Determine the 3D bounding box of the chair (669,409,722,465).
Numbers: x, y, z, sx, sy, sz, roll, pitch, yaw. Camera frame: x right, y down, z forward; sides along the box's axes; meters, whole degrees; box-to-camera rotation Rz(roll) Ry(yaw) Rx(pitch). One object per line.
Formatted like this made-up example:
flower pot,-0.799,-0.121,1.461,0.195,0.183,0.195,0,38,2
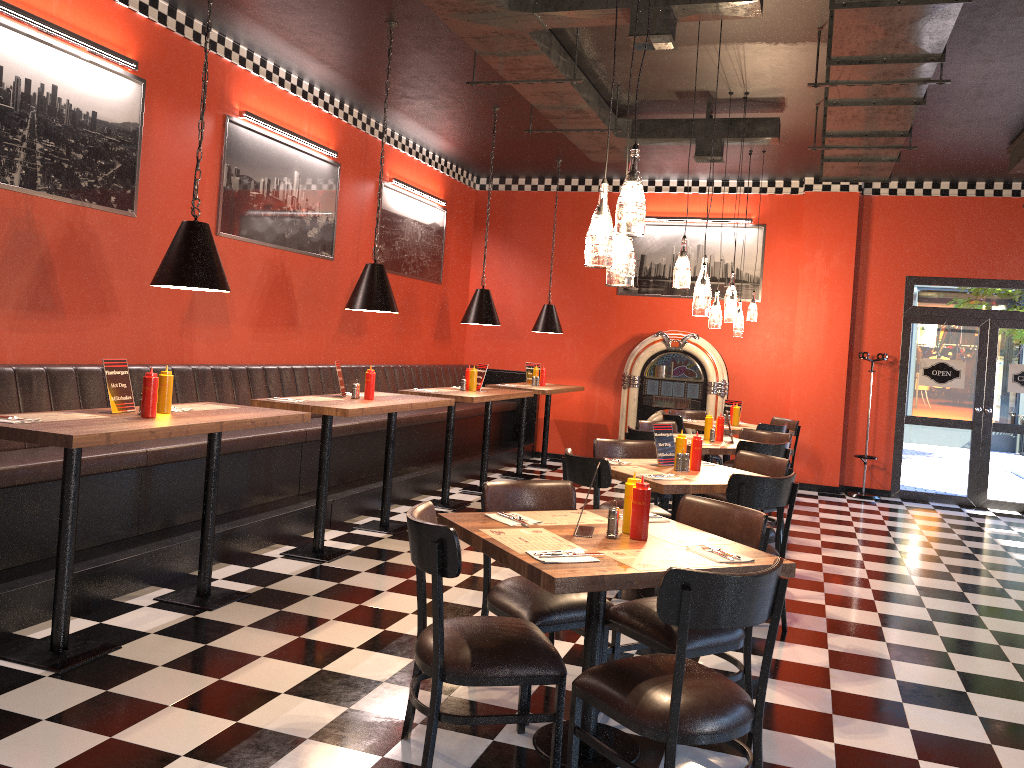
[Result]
chair,1.973,0.733,9.708,0.486,0.867,0.545,4,1,-17

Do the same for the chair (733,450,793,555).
chair,1.441,0.880,5.614,0.544,0.867,0.487,4,1,-26

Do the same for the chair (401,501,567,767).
chair,-0.124,0.883,3.083,0.544,0.867,0.487,4,1,-15

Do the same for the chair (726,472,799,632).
chair,1.257,0.898,4.923,0.486,0.867,0.545,4,1,-29

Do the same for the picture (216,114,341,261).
picture,-1.972,-1.636,7.694,0.023,0.939,1.769,4,2,18

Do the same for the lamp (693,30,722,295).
lamp,1.226,-1.446,5.411,0.108,1.965,0.108,4,0,-30

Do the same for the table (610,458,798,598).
table,0.992,0.907,5.346,0.955,0.774,0.962,3,2,-26

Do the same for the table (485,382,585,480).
table,0.269,0.519,10.305,0.696,0.999,1.691,4,2,18

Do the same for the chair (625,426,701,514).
chair,1.176,0.793,7.126,0.544,0.867,0.487,4,1,-32

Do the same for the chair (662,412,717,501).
chair,1.793,0.746,9.130,0.544,0.867,0.487,4,1,-7

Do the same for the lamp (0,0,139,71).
lamp,-2.742,-2.094,5.196,0.081,0.056,1.444,5,3,18

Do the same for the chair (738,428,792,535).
chair,2.069,0.836,7.571,0.487,0.867,0.544,5,1,42

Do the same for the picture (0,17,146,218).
picture,-2.812,-1.583,5.190,0.023,0.939,1.769,4,2,18

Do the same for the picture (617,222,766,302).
picture,2.216,-1.531,11.024,1.771,0.940,0.023,5,0,19

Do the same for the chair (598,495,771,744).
chair,0.706,0.921,3.561,0.544,0.867,0.487,4,1,-32

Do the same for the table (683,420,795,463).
table,2.238,0.816,9.324,0.955,0.774,0.962,3,2,-26

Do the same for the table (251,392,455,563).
table,-1.082,0.605,6.277,0.696,0.999,1.691,4,2,18

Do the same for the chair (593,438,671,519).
chair,0.792,0.822,5.877,0.486,0.867,0.545,4,1,-17

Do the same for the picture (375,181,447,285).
picture,-1.132,-1.690,10.198,0.023,0.939,1.769,4,2,18

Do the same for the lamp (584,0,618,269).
lamp,0.386,-1.408,3.244,0.108,1.965,0.108,4,0,5

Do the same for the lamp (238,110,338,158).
lamp,-1.908,-2.147,7.679,0.081,0.056,1.444,5,3,18

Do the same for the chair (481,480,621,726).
chair,0.129,0.872,3.741,0.486,0.867,0.545,4,1,-32

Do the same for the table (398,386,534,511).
table,-0.412,0.562,8.276,0.696,0.999,1.691,4,2,18

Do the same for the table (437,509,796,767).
table,0.319,0.952,3.292,0.959,0.774,0.958,3,2,-26

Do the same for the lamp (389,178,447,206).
lamp,-1.067,-2.201,10.186,0.081,0.056,1.444,5,3,18

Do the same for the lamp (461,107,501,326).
lamp,-0.223,-1.580,8.351,0.381,2.044,0.382,4,0,-30

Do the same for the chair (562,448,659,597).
chair,0.548,0.837,5.168,0.544,0.867,0.487,4,1,-23

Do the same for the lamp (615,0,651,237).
lamp,0.487,-1.509,3.152,0.108,1.965,0.108,4,0,10

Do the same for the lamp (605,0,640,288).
lamp,0.472,-1.347,3.328,0.108,1.965,0.108,4,0,-25

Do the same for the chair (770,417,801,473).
chair,2.775,0.798,9.527,0.544,0.867,0.487,4,1,-17

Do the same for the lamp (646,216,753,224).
lamp,2.242,-2.039,10.998,1.445,0.056,0.081,5,2,19

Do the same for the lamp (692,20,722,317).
lamp,1.196,-1.384,5.290,0.108,1.965,0.108,4,0,30

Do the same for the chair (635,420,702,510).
chair,1.360,0.775,7.816,0.486,0.867,0.545,4,1,-34

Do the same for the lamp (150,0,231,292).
lamp,-1.536,-1.497,4.437,0.381,2.044,0.382,4,0,-30

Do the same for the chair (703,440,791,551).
chair,1.825,0.851,6.863,0.486,0.867,0.545,4,1,-22

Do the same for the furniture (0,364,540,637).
furniture,-1.563,0.434,7.643,1.105,1.149,8.755,4,3,18

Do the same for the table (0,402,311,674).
table,-1.757,0.648,4.267,0.696,0.999,1.691,4,2,18

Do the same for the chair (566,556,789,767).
chair,0.525,0.944,2.756,0.486,0.867,0.545,4,1,-32

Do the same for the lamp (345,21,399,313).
lamp,-0.920,-1.536,6.274,0.381,2.044,0.382,4,0,-30

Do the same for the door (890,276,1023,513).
door,5.312,0.104,9.955,1.802,2.572,0.128,4,0,19

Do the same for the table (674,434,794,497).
table,1.618,0.859,7.394,0.955,0.774,0.962,3,2,-26

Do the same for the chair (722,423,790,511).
chair,2.450,0.804,8.877,0.486,0.867,0.545,4,1,-40

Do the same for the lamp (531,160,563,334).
lamp,0.490,-1.626,10.475,0.381,2.044,0.382,4,0,-30
